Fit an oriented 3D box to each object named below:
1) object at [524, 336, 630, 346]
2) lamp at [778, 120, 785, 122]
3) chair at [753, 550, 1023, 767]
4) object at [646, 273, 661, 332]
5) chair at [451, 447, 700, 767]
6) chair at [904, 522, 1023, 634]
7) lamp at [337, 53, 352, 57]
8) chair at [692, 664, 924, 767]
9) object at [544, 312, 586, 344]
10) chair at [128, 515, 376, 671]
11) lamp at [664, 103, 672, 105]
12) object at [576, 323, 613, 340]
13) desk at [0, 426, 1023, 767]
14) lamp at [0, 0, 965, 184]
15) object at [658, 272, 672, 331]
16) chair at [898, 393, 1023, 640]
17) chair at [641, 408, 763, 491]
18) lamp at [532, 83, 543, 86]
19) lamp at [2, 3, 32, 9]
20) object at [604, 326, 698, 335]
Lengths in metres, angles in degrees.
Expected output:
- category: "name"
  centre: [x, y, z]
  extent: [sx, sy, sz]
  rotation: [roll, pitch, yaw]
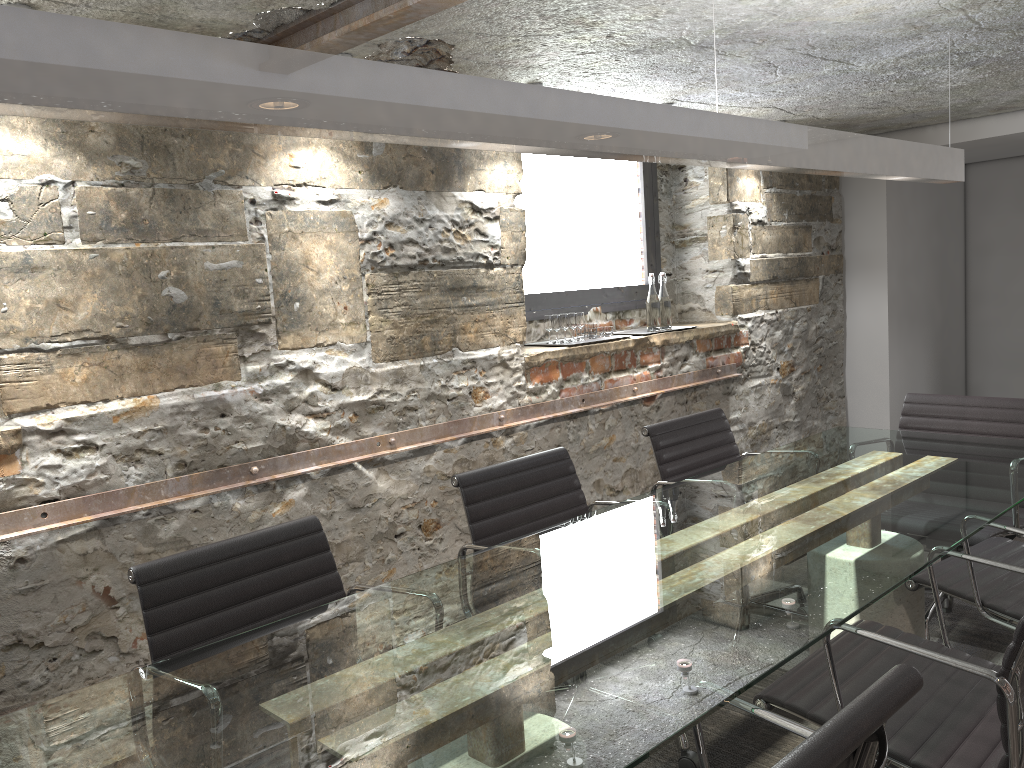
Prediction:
- category: "object"
  centre: [0.313, -0.208, 4.248]
  extent: [0.457, 0.007, 0.310]
  rotation: [-10, 9, -43]
- category: "lamp"
  centre: [1.449, -1.352, 4.856]
  extent: [0.098, 0.165, 0.077]
  rotation: [-5, 7, -11]
- category: "chair"
  centre: [0.911, 0.693, 1.894]
  extent: [0.667, 0.837, 0.693]
  rotation: [1, 8, 36]
- category: "object"
  centre: [0.722, -0.417, 4.544]
  extent: [0.073, 0.300, 0.073]
  rotation: [-2, 7, 15]
- category: "chair"
  centre: [0.219, 0.658, 2.585]
  extent: [0.667, 0.837, 0.693]
  rotation: [1, 8, 36]
- category: "chair"
  centre: [1.514, 0.585, 2.478]
  extent: [0.667, 0.837, 0.693]
  rotation: [3, 9, 44]
- category: "lamp"
  centre: [-0.570, -0.993, 2.916]
  extent: [0.098, 0.165, 0.077]
  rotation: [-5, 7, -11]
- category: "chair"
  centre: [0.206, 0.811, 1.282]
  extent: [0.667, 0.837, 0.693]
  rotation: [1, 8, 37]
- category: "object"
  centre: [0.246, -0.262, 4.159]
  extent: [0.108, 0.131, 0.218]
  rotation: [3, 9, 44]
- category: "chair"
  centre: [-0.418, 0.778, 1.910]
  extent: [0.667, 0.837, 0.693]
  rotation: [1, 8, 33]
- category: "lamp"
  centre: [0.703, -1.219, 4.139]
  extent: [0.098, 0.165, 0.077]
  rotation: [-5, 7, -11]
- category: "object"
  centre: [0.396, -0.260, 4.316]
  extent: [0.191, 0.072, 0.111]
  rotation: [-9, 8, -36]
- category: "desk"
  centre: [0.544, 0.741, 2.243]
  extent: [3.154, 0.711, 0.909]
  rotation: [-10, 9, -43]
- category: "lamp"
  centre: [0.441, -0.781, 2.067]
  extent: [3.159, 0.524, 0.073]
  rotation: [-10, 9, -43]
- category: "object"
  centre: [0.788, -0.429, 4.607]
  extent: [0.073, 0.300, 0.073]
  rotation: [-2, 7, 15]
- category: "chair"
  centre: [1.562, 0.494, 3.230]
  extent: [0.693, 0.837, 0.667]
  rotation: [2, 8, 38]
- category: "chair"
  centre: [0.860, 0.547, 3.177]
  extent: [0.667, 0.837, 0.693]
  rotation: [1, 8, 37]
- category: "lamp"
  centre: [0.080, -1.108, 3.540]
  extent: [0.098, 0.165, 0.077]
  rotation: [-5, 7, -11]
- category: "lamp"
  centre: [-1.263, -0.869, 2.249]
  extent: [0.098, 0.165, 0.077]
  rotation: [-5, 7, -11]
- category: "object"
  centre: [0.716, -0.279, 4.635]
  extent: [0.457, 0.007, 0.310]
  rotation: [-10, 9, -43]
